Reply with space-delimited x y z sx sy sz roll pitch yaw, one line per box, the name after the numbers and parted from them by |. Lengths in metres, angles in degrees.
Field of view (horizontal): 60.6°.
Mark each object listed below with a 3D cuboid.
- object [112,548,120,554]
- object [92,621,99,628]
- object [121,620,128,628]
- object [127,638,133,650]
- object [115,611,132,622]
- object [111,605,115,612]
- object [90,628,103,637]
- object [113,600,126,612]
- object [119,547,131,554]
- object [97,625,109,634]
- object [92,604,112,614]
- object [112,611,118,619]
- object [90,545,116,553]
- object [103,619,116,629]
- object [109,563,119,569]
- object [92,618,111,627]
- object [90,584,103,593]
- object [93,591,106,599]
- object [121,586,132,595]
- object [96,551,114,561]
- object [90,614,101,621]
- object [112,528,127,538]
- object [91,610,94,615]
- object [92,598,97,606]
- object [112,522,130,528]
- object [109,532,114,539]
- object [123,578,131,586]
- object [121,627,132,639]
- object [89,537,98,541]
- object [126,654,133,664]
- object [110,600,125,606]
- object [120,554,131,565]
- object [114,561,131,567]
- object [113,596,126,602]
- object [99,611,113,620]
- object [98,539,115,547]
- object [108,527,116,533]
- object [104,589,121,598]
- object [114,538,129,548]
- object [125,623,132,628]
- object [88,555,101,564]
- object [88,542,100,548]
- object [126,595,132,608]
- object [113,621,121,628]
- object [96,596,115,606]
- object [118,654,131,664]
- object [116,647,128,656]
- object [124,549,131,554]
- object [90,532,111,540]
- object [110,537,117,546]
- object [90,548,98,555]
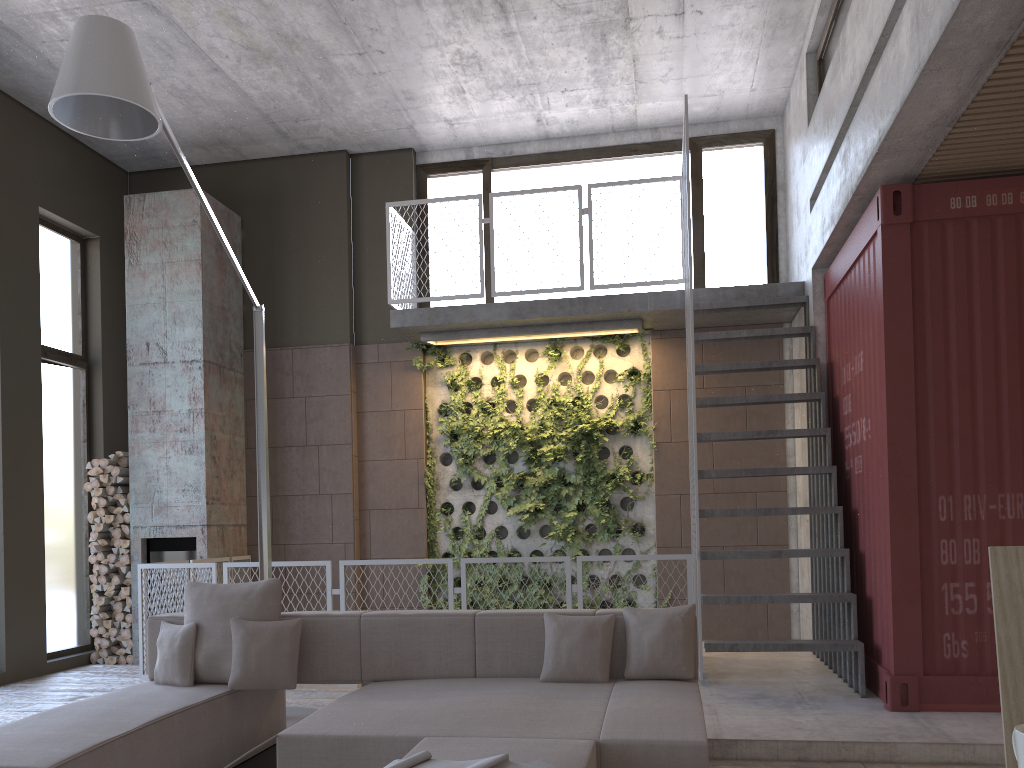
-3.806 1.653 8.701 0.067 0.066 0.427 -2 -9 11 | object
-4.011 2.381 8.728 0.067 0.084 0.430 -2 -9 12 | object
-3.709 2.359 8.678 0.067 0.066 0.427 -2 -9 11 | object
-3.648 2.533 8.629 0.064 0.124 0.368 -2 -8 11 | object
-3.753 2.284 8.693 0.092 0.092 0.442 -2 -9 11 | object
-3.878 2.228 8.777 0.104 0.101 0.295 -2 -8 11 | object
-4.028 2.452 8.748 0.092 0.091 0.442 -2 -9 11 | object
-3.791 2.175 8.625 0.098 0.106 0.297 -2 -8 9 | object
-3.727 1.646 8.686 0.067 0.066 0.427 -2 -9 11 | object
-3.942 2.419 8.737 0.091 0.088 0.460 -2 -9 11 | object
-3.983 2.218 8.710 0.091 0.088 0.460 -2 -9 12 | object
-3.825 2.277 8.733 0.101 0.086 0.367 -2 -9 11 | object
-3.985 1.621 8.644 0.071 0.072 0.427 -2 -9 11 | object
-3.864 2.358 8.704 0.093 0.083 0.485 -2 -9 11 | object
-3.866 1.791 8.699 0.064 0.073 0.363 -2 -9 8 | object
-3.968 2.333 8.636 0.071 0.072 0.427 -2 -9 11 | object
-4.040 2.021 8.762 0.080 0.106 0.441 -2 -9 10 | object
-4.048 2.124 8.774 0.070 0.117 0.368 -2 -8 10 | object
-3.674 2.029 8.672 0.093 0.083 0.485 -2 -9 11 | object
-3.959 1.707 8.745 0.091 0.088 0.460 -2 -9 11 | object
-4.030 2.308 8.720 0.122 0.067 0.368 -3 -9 9 | object
-3.809 1.463 8.633 0.098 0.106 0.297 -2 -8 9 | object
-4.036 2.244 8.749 0.067 0.070 0.428 -2 -9 11 | object
-3.994 2.144 8.688 0.067 0.066 0.427 -2 -9 9 | object
-3.810 1.393 8.665 0.089 0.056 0.336 -3 -9 11 | object
-3.896 1.515 8.785 0.104 0.101 0.295 -2 -8 11 | object
-3.679 1.953 8.698 0.115 0.078 0.440 -2 -9 9 | object
-3.685 2.420 8.565 0.101 0.102 0.296 -2 -8 9 | object
-4.054 1.532 8.758 0.067 0.070 0.428 -2 -9 11 | object
-3.647 2.693 8.678 0.092 0.091 0.442 -2 -9 9 | object
-3.847 2.151 8.693 0.064 0.073 0.363 -2 -9 11 | object
-3.702 1.708 8.573 0.101 0.102 0.296 -2 -8 9 | object
-3.767 1.772 8.677 0.122 0.067 0.367 -3 -9 11 | object
-3.793 2.105 8.657 0.089 0.056 0.336 -3 -9 11 | object
-3.927 2.293 8.740 0.115 0.078 0.440 -3 -9 11 | object
-3.944 1.581 8.748 0.115 0.078 0.440 -3 -9 11 | object
-3.864 1.439 8.701 0.064 0.073 0.363 -2 -9 11 | object
-3.853 2.058 8.685 0.115 0.078 0.440 -2 -9 9 | object
-3.770 1.572 8.701 0.092 0.092 0.442 -2 -9 11 | object
-3.679 2.345 8.563 0.063 0.047 0.253 -2 -9 9 | object
-4.045 1.740 8.756 0.092 0.091 0.442 -2 -9 11 | object
-4.047 1.595 8.728 0.122 0.067 0.368 -3 -9 9 | object
-3.657 2.133 8.634 0.064 0.124 0.368 -2 -8 11 | object
-3.789 2.365 8.693 0.067 0.066 0.427 -2 -9 11 | object
-3.921 2.130 8.673 0.093 0.083 0.485 -2 -9 9 | object
-3.732 2.706 8.697 0.091 0.088 0.460 -2 -9 9 | object
-3.750 2.636 8.706 0.115 0.078 0.440 -2 -9 9 | object
-3.696 1.632 8.572 0.063 0.047 0.253 -2 -9 9 | object
-4.000 1.505 8.718 0.091 0.088 0.460 -2 -9 12 | object
-3.843 1.565 8.741 0.101 0.086 0.367 -2 -9 11 | object
-4.029 1.669 8.737 0.067 0.084 0.430 -2 -9 12 | object
